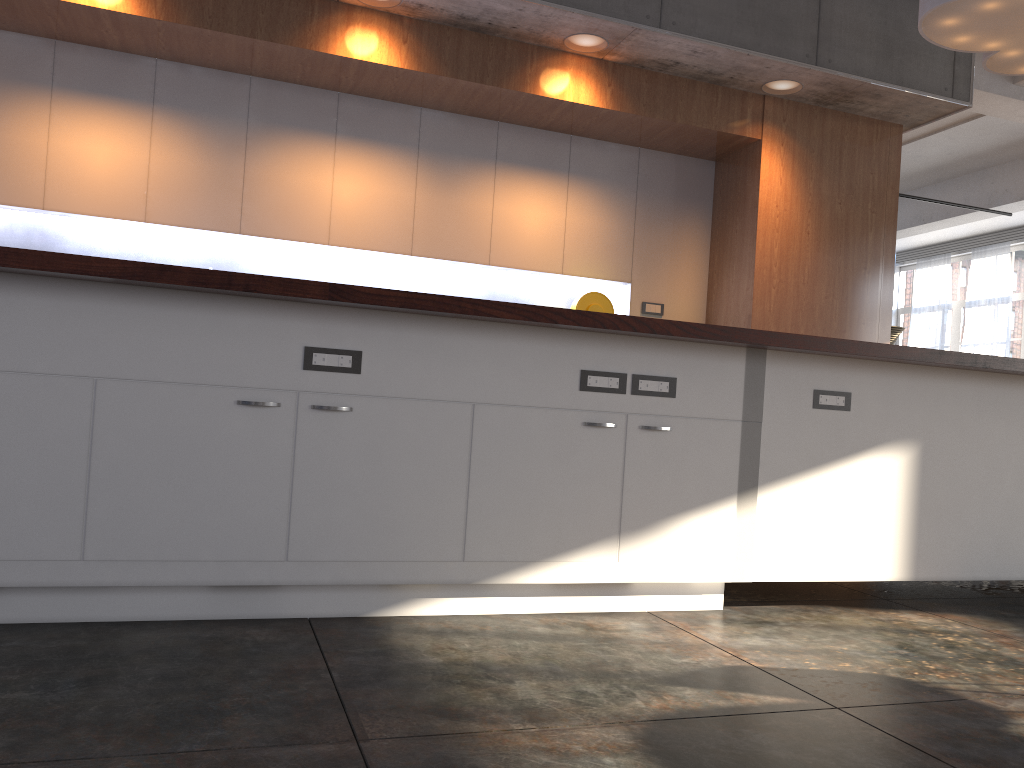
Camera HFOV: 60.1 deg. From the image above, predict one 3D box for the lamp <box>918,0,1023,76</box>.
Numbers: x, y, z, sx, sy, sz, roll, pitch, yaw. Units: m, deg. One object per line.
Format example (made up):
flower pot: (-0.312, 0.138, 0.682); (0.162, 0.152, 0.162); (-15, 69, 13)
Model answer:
lamp: (2.551, -1.780, 4.341); (0.990, 0.130, 1.099); (3, -2, 27)

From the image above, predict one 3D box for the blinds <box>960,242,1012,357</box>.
blinds: (7.415, -0.568, 13.987); (0.319, 3.712, 1.010); (4, -1, -20)

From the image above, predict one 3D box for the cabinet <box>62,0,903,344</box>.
cabinet: (-1.700, -0.733, 5.561); (8.221, 2.562, 2.346); (4, -1, -20)

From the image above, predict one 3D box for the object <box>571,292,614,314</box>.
object: (0.503, -0.380, 5.512); (0.278, 0.381, 0.098); (4, -1, -20)

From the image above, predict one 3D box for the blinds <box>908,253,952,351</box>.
blinds: (7.035, -0.565, 15.099); (0.344, 3.696, 1.020); (4, -1, -22)

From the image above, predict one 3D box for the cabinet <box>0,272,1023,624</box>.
cabinet: (0.451, 0.330, 3.370); (5.728, 0.930, 0.909); (4, -2, -20)

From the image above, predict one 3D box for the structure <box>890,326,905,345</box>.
structure: (5.602, 0.300, 13.549); (0.686, 2.325, 0.740); (4, -1, -19)

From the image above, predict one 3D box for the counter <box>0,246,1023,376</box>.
counter: (-0.131, 0.256, 3.167); (6.750, 0.971, 1.126); (4, -2, -20)
